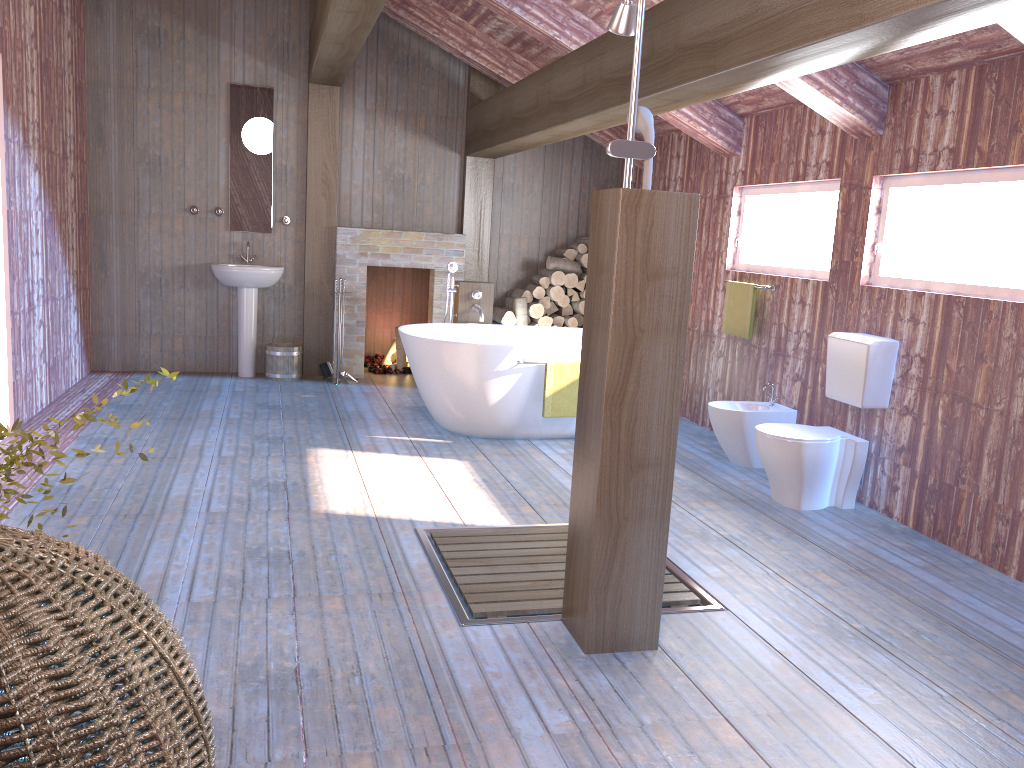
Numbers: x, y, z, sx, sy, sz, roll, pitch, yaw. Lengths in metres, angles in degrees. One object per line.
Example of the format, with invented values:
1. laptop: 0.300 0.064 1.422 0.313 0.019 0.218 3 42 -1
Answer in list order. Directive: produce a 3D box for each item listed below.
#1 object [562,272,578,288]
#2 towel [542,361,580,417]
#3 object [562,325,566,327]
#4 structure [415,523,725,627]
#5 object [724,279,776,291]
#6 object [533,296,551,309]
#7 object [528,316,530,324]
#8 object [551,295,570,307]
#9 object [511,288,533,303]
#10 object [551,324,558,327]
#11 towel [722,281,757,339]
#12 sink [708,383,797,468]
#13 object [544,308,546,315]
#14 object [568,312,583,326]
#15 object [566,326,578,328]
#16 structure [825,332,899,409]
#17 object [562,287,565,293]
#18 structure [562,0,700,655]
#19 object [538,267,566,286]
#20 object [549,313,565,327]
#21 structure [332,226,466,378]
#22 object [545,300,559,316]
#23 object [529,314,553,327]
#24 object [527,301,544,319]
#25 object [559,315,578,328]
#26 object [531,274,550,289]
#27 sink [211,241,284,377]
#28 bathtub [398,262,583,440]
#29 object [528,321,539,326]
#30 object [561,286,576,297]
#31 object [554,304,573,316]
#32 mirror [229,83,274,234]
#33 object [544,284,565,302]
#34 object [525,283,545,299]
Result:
1. object: 0.466 -0.957 8.055 0.138 0.147 0.440 1 10 -15
2. towel: 0.377 0.033 5.616 0.370 0.361 0.032 0 10 -19
3. object: 0.407 -0.508 8.120 0.086 0.089 0.279 0 10 -17
4. structure: 0.176 0.766 3.628 1.000 0.067 1.000 1 10 -16
5. object: 1.570 -0.665 5.931 0.091 0.043 0.581 1 10 -15
6. object: 0.252 -0.751 8.040 0.111 0.113 0.301 1 10 -16
7. object: 0.074 -0.606 8.106 0.121 0.124 0.291 1 10 -14
8. object: 0.428 -0.771 8.070 0.115 0.123 0.291 1 10 -14
9. object: 0.090 -0.802 8.020 0.114 0.113 0.301 0 10 -18
10. object: 0.319 -0.510 8.089 0.098 0.100 0.437 0 10 -17
11. towel: 1.525 -0.502 5.954 0.032 0.361 0.370 1 10 -15
12. sink: 1.453 0.249 5.486 0.515 0.517 0.335 1 10 -15
13. object: 0.253 -0.671 8.055 0.064 0.068 0.174 1 10 -16
14. object: 0.563 -0.611 8.245 0.116 0.118 0.289 0 10 -18
15. object: 0.512 -0.492 8.153 0.111 0.113 0.301 1 10 -17
16. structure: 1.836 -0.078 4.698 0.182 0.363 0.358 1 10 -15
17. object: 0.434 -0.854 8.044 0.057 0.061 0.156 1 10 -16
18. structure: 0.402 -0.235 2.934 0.328 2.209 0.522 4 10 5
19. object: 0.356 -0.972 8.022 0.135 0.145 0.439 1 10 -15
20. object: 0.380 -0.585 8.100 0.114 0.120 0.303 1 10 -14
21. structure: -1.013 -0.695 7.882 1.130 1.330 0.226 1 10 -16
22. object: 0.323 -0.714 8.158 0.128 0.150 0.323 1 10 -15
23. object: 0.239 -0.580 8.075 0.139 0.148 0.458 1 10 -15
24. object: 0.164 -0.686 8.019 0.138 0.147 0.440 1 10 -15
25. object: 0.481 -0.586 8.122 0.098 0.100 0.437 0 10 -17
26. object: 0.259 -0.927 8.008 0.106 0.112 0.282 1 10 -14
27. sink: -2.215 -0.613 7.423 0.582 1.143 0.475 1 10 -16
28. bathtub: 0.191 -0.229 6.119 1.935 1.109 1.460 4 10 6
29. object: 0.114 -0.491 8.066 0.155 0.174 0.483 1 10 -17
30. object: 0.502 -0.847 8.080 0.088 0.092 0.280 1 10 -14
31. object: 0.466 -0.698 8.203 0.104 0.127 0.321 1 10 -15
32. mirror: -2.181 -1.875 7.419 0.350 1.199 0.009 1 10 -15
33. object: 0.338 -0.837 8.036 0.141 0.143 0.437 0 10 -17
34. object: 0.206 -0.837 7.995 0.115 0.123 0.291 1 10 -14
